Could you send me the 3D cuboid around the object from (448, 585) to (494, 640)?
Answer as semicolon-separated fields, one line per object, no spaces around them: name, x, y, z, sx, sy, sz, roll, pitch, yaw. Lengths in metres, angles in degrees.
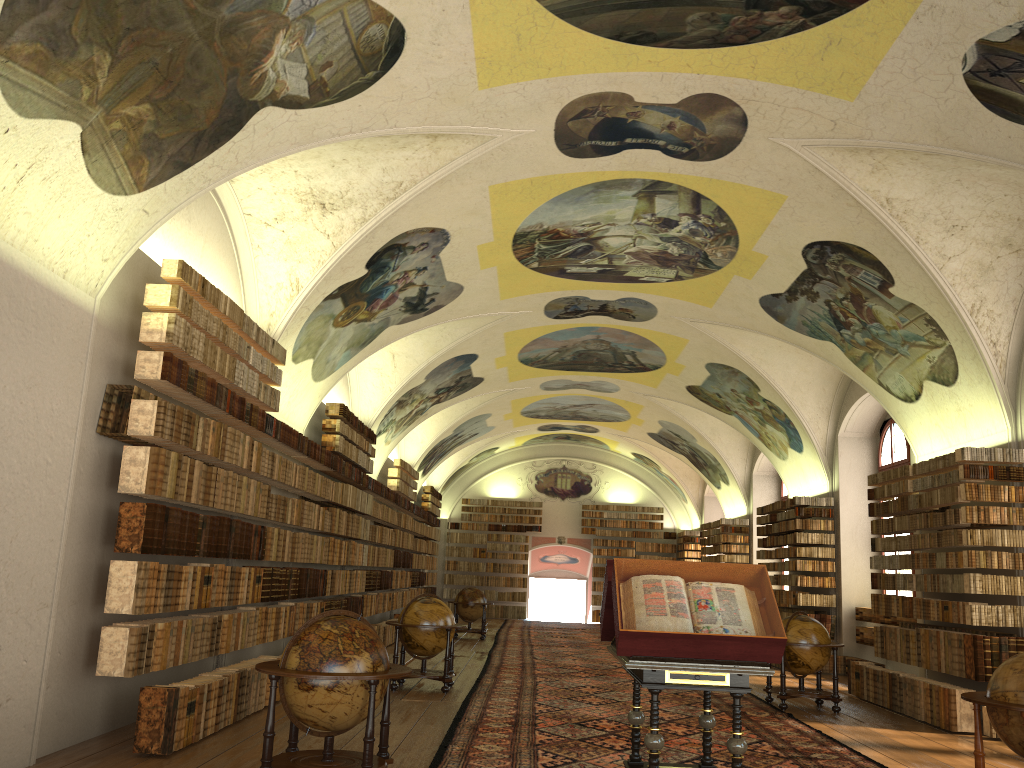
object;-1.160;6.334;24.635;1.280;1.443;1.282;-8;-16;43

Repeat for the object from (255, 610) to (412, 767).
object;-1.481;2.604;7.317;1.281;1.443;1.281;11;-14;-35

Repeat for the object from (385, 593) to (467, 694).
object;-1.357;4.021;13.895;1.280;1.443;1.282;-7;-15;38

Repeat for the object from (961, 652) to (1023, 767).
object;4.353;2.843;7.159;1.280;1.443;1.282;-7;-15;38

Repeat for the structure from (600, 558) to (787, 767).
structure;1.424;2.500;7.451;1.245;1.974;1.899;2;-12;2

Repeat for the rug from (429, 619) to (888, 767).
rug;1.717;5.534;17.065;4.704;0.064;37.049;2;-12;1

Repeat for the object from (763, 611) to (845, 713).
object;4.479;4.260;13.738;1.281;1.443;1.281;11;-14;-35
